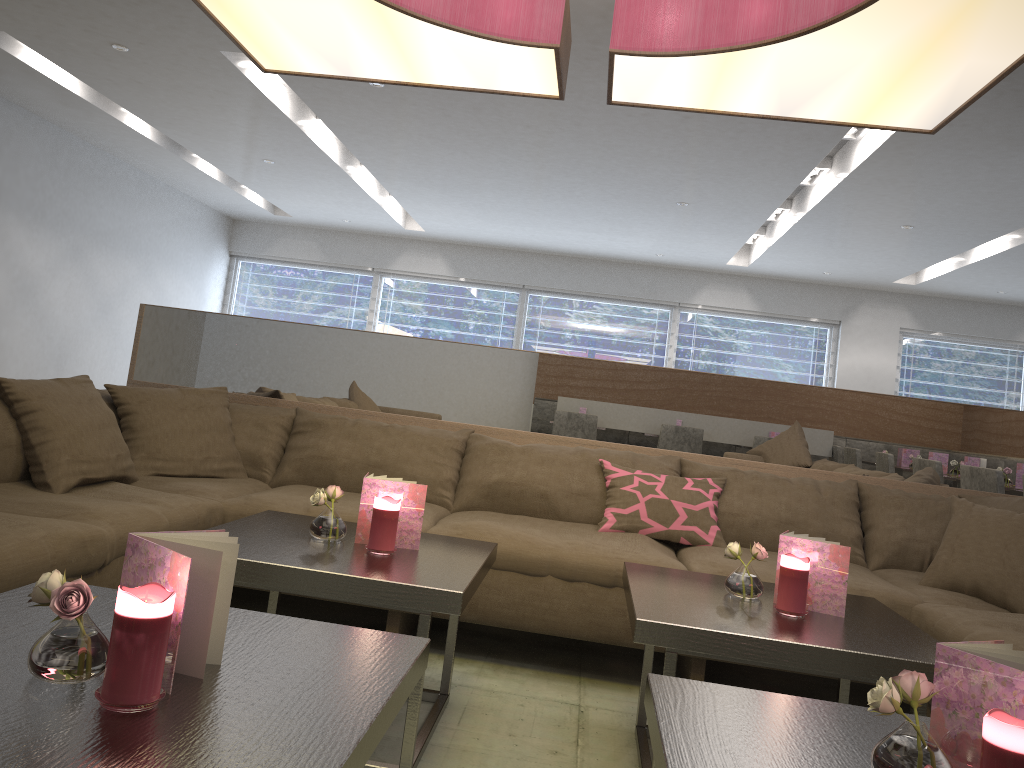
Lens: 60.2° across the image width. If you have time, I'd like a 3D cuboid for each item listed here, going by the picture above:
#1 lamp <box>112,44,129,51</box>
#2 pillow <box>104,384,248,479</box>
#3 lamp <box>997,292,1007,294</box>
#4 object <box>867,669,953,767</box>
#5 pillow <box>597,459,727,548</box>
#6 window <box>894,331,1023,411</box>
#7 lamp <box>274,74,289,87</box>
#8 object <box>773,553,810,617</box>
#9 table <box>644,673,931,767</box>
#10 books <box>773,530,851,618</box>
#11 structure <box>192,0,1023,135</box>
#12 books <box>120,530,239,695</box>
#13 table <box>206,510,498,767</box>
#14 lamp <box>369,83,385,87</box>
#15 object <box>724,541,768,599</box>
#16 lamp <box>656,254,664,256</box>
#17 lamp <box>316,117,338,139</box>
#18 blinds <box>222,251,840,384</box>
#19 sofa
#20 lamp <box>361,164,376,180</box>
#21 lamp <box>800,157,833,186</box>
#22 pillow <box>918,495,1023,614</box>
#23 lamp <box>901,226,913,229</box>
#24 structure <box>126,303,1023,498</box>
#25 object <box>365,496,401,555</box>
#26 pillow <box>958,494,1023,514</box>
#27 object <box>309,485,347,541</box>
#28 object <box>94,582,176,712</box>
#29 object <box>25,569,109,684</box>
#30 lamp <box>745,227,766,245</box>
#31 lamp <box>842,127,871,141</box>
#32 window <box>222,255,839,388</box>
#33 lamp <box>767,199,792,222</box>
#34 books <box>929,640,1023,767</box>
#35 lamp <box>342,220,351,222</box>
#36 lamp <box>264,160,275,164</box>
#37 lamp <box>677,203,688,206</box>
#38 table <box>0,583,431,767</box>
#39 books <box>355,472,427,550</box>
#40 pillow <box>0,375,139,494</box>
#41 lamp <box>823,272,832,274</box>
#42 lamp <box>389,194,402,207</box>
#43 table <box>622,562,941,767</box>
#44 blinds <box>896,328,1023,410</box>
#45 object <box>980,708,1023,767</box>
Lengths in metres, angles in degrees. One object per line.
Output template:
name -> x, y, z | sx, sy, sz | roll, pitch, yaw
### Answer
lamp -> -2.228, -1.912, 5.030 | 0.088, 0.007, 0.089 | 8, -1, -39
pillow -> -1.187, 0.175, 3.146 | 0.298, 0.359, 0.498 | 4, -4, 38
lamp -> 4.966, -0.927, 8.960 | 0.088, 0.007, 0.089 | 8, -1, -39
object -> 0.480, 0.415, 1.057 | 0.105, 0.130, 0.095 | 10, -5, -34
pillow -> 0.525, 0.422, 3.083 | 0.463, 0.254, 0.179 | 7, -4, 1
window -> 5.953, 0.640, 9.594 | 3.661, 2.088, 0.157 | 7, -5, 6
lamp -> -1.409, -2.004, 5.632 | 0.227, 0.102, 0.485 | 7, -1, 5
object -> 0.629, 0.449, 1.980 | 0.075, 0.129, 0.075 | 9, -5, -22
table -> 0.480, 0.687, 1.003 | 0.658, 0.414, 0.654 | 7, -2, 6
books -> 0.723, 0.451, 2.110 | 0.158, 0.165, 0.142 | 6, -4, 26
structure -> 0.192, -1.356, 2.011 | 2.444, 0.622, 2.433 | 7, -1, 6
books -> -0.408, 0.291, 1.155 | 0.158, 0.165, 0.142 | 4, -4, 41
table -> -0.418, 0.591, 2.112 | 0.658, 0.414, 0.654 | 7, -2, 6
lamp -> -0.778, -1.726, 5.088 | 0.088, 0.007, 0.089 | 8, -1, -39
object -> 0.559, 0.442, 2.124 | 0.091, 0.133, 0.102 | 9, -4, -29
lamp -> 1.558, -1.356, 9.312 | 0.088, 0.007, 0.089 | 8, -1, -39
lamp -> -1.307, -1.971, 6.762 | 0.227, 0.102, 0.485 | 7, -1, 5
blinds -> 0.008, -0.138, 10.106 | 7.102, 2.058, 0.045 | 7, -5, 6
sofa -> 0.052, 0.516, 1.888 | 3.768, 0.680, 3.162 | 7, -1, 6
lamp -> -1.194, -1.936, 8.011 | 0.227, 0.102, 0.485 | 7, -1, 5
lamp -> 2.137, -1.538, 6.406 | 0.227, 0.102, 0.485 | 7, -1, 5
pillow -> 1.473, 0.528, 2.688 | 0.233, 0.325, 0.381 | 10, -4, -40
lamp -> 3.047, -1.208, 6.821 | 0.088, 0.007, 0.089 | 8, -1, -39
structure -> 0.239, 0.398, 3.603 | 3.776, 1.015, 0.222 | 7, -5, 6
object -> -0.301, 0.332, 2.087 | 0.075, 0.129, 0.075 | 9, -5, -22
pillow -> 1.603, 0.518, 2.856 | 0.290, 0.397, 0.526 | 9, -3, -26
object -> -0.452, 0.315, 2.180 | 0.100, 0.130, 0.095 | 8, -4, -11
object -> -0.427, 0.298, 1.010 | 0.075, 0.129, 0.075 | 10, -5, -32
object -> -0.493, 0.292, 1.040 | 0.194, 0.126, 0.094 | 6, -4, 37
lamp -> 2.350, -1.471, 8.758 | 0.227, 0.102, 0.485 | 7, -1, 5
lamp -> 2.034, -1.570, 5.276 | 0.227, 0.102, 0.485 | 7, -1, 5
window -> 0.025, -0.107, 10.206 | 7.107, 2.088, 0.157 | 7, -5, 6
lamp -> 2.250, -1.502, 7.656 | 0.227, 0.102, 0.485 | 7, -1, 5
books -> 0.627, 0.422, 1.078 | 0.142, 0.165, 0.157 | 9, -4, -29
lamp -> -1.808, -1.780, 9.659 | 0.088, 0.007, 0.089 | 8, -1, -39
lamp -> -2.018, -1.846, 7.345 | 0.088, 0.007, 0.089 | 8, -1, -39
lamp -> 1.348, -1.422, 6.997 | 0.088, 0.007, 0.089 | 8, -1, -39
table -> -0.510, 0.563, 1.105 | 0.658, 0.414, 0.654 | 7, -2, 6
books -> -0.313, 0.320, 2.199 | 0.142, 0.165, 0.258 | 9, -3, -31
pillow -> -1.338, 0.145, 2.676 | 0.312, 0.341, 0.492 | 7, -2, 0
lamp -> 3.256, -1.142, 9.136 | 0.088, 0.007, 0.089 | 8, -1, -39
lamp -> -1.094, -1.905, 9.114 | 0.227, 0.102, 0.485 | 7, -1, 5
table -> 0.572, 0.716, 2.010 | 0.658, 0.414, 0.654 | 7, -2, 6
blinds -> 5.956, 0.611, 9.491 | 3.653, 2.058, 0.045 | 7, -5, 6
object -> 0.528, 0.419, 0.932 | 0.075, 0.129, 0.075 | 10, -5, -32
